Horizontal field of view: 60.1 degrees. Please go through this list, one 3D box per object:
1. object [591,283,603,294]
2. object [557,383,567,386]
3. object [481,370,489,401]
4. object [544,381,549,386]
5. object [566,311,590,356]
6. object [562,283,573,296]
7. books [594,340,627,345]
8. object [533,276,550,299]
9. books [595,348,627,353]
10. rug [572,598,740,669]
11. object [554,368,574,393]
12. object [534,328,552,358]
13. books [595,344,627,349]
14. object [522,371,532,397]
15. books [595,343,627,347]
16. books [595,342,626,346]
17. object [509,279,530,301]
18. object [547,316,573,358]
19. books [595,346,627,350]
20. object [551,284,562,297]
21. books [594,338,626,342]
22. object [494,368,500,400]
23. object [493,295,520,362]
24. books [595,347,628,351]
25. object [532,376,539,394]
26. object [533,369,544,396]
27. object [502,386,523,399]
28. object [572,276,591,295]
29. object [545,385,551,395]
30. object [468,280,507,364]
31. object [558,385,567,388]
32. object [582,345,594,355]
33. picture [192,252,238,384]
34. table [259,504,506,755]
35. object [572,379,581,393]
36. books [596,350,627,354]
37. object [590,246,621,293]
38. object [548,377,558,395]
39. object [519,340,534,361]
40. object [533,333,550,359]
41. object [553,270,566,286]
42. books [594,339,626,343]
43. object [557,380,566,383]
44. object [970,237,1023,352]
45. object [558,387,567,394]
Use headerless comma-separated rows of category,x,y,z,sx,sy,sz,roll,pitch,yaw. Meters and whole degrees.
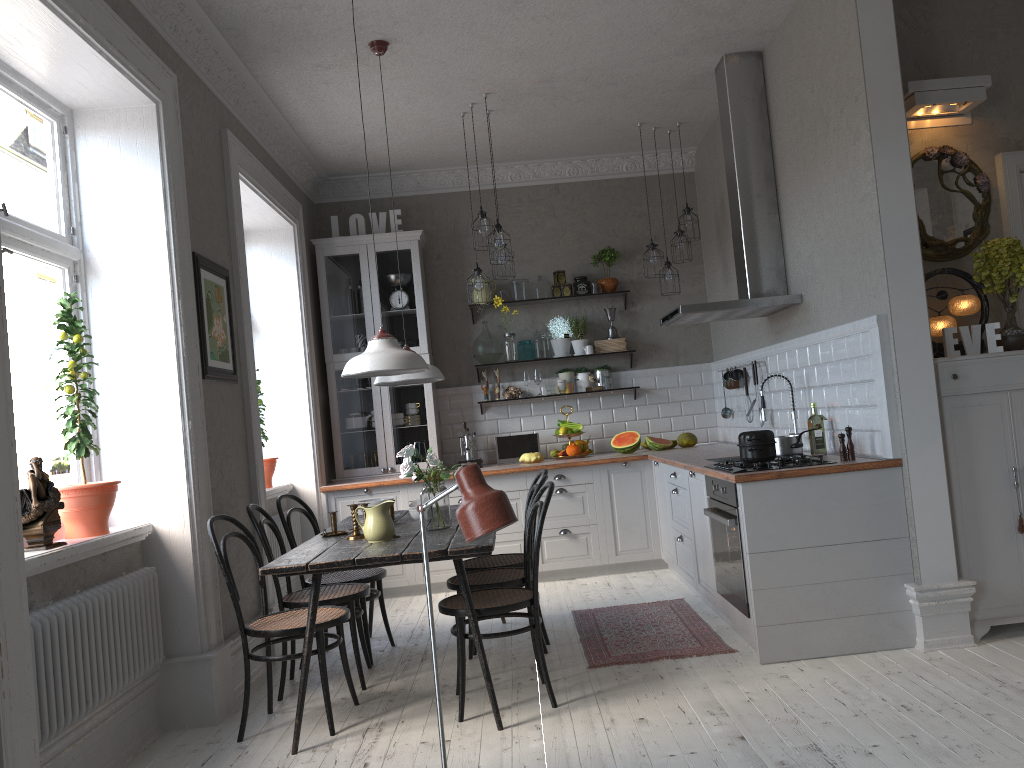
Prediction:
object,0.689,-0.777,7.228,0.093,0.096,0.074,-5,-2,-1
object,0.406,0.019,7.168,0.076,0.051,0.078,-6,-2,17
object,-0.220,0.014,7.245,0.054,0.264,0.060,-4,-2,-30
object,0.306,0.019,7.282,0.077,0.083,0.079,-6,-2,16
object,0.546,-0.419,7.262,0.188,0.380,0.166,-4,-3,-41
object,0.454,-0.761,7.265,0.082,0.113,0.083,-6,-2,8
books,0.811,-0.336,7.299,0.259,0.016,0.159,-6,-2,10
object,0.242,-0.789,7.362,0.143,0.220,0.137,-4,-3,-42
books,0.818,-0.271,7.297,0.260,0.011,0.158,-6,-2,4
rug,0.715,1.328,4.813,0.737,0.014,1.287,-6,-2,-1
object,0.437,-0.028,7.297,0.159,0.217,0.153,-5,-2,-22
object,0.256,-0.327,7.359,0.131,0.264,0.132,-6,-2,4
books,0.815,-0.303,7.298,0.260,0.011,0.158,-6,-2,4
object,0.126,0.002,7.261,0.083,0.217,0.081,-5,-2,-16
books,0.813,-0.314,7.298,0.261,0.011,0.158,-6,-2,1
books,0.812,-0.325,7.299,0.260,0.011,0.158,-6,-2,4
object,0.065,-0.759,7.259,0.168,0.184,0.175,-7,-3,38
object,0.415,-0.392,7.308,0.242,0.354,0.237,-6,-2,16
books,0.816,-0.293,7.297,0.260,0.016,0.158,-6,-2,7
object,0.367,-0.753,7.265,0.083,0.113,0.082,-5,-2,-2
books,0.809,-0.357,7.300,0.260,0.011,0.158,-6,-2,4
object,-0.115,0.004,7.235,0.052,0.264,0.063,-7,-3,35
object,-0.044,-0.448,7.146,0.193,0.540,0.279,-5,-2,-9
books,0.816,-0.282,7.297,0.259,0.016,0.159,-6,-2,10
object,0.212,-0.006,7.261,0.083,0.217,0.081,-5,-2,-16
object,0.215,-0.010,7.171,0.083,0.217,0.081,-5,-2,-16
object,-0.005,0.068,7.212,0.179,0.111,0.095,-4,-2,-24
object,0.574,-0.801,7.322,0.142,0.174,0.142,-5,-2,-2
object,0.309,0.052,7.281,0.077,0.083,0.079,-6,-2,16
object,-0.224,-0.497,7.184,0.341,0.674,0.331,-4,-3,-33
object,0.408,0.036,7.167,0.078,0.051,0.077,-5,-2,-9
object,0.627,-0.275,7.196,0.104,0.071,0.064,-7,-3,28
picture,-1.505,-0.320,4.520,0.020,0.619,0.520,-5,-2,0
table,-0.488,1.067,4.353,0.906,0.735,1.917,-6,-2,-1
object,0.522,0.016,7.228,0.078,0.108,0.077,-5,-2,-8
books,0.819,-0.260,7.296,0.261,0.011,0.158,-6,-2,1
object,0.796,-0.936,7.291,0.257,0.397,0.245,-6,-2,23
object,0.338,0.018,7.208,0.080,0.139,0.077,-4,-2,-29
object,0.114,-0.271,7.289,0.126,0.172,0.126,-6,-2,2
object,0.236,-0.303,7.206,0.123,0.206,0.126,-6,-2,21
object,0.390,-0.868,7.258,0.084,0.113,0.081,-5,-2,-22
books,0.810,-0.346,7.299,0.260,0.016,0.158,-6,-2,7
object,0.404,-0.006,7.169,0.078,0.051,0.076,-5,-2,-16
object,2.398,-0.432,4.259,0.291,0.553,0.347,-7,-3,33
object,0.410,0.053,7.167,0.078,0.051,0.077,-5,-2,-9
